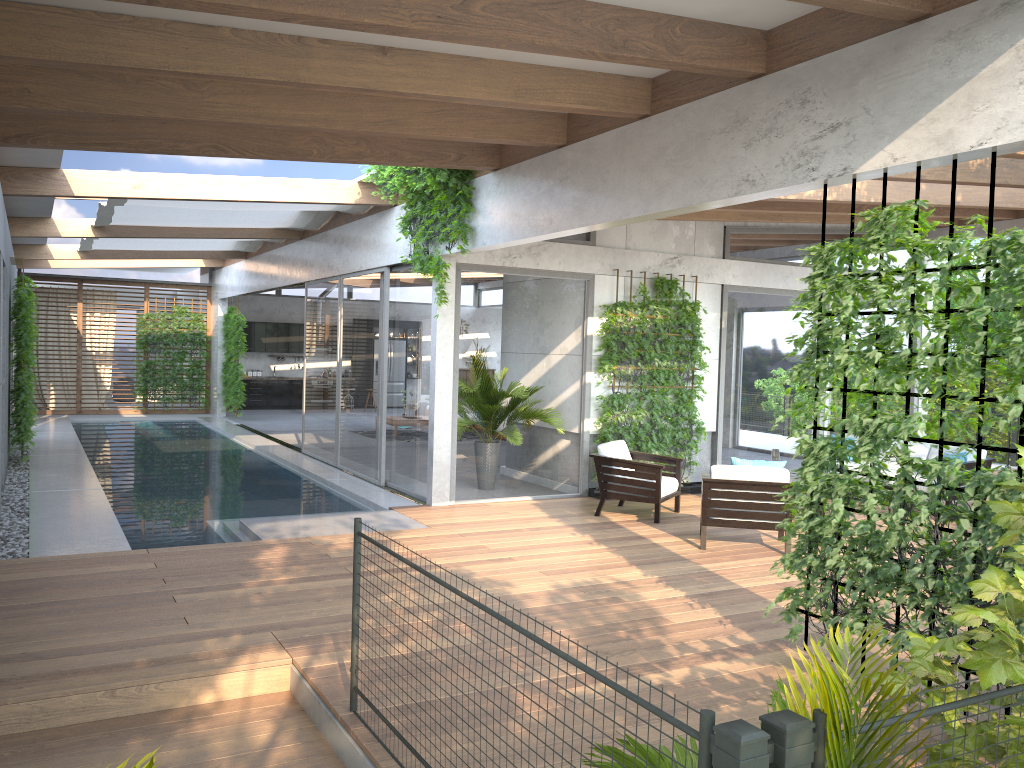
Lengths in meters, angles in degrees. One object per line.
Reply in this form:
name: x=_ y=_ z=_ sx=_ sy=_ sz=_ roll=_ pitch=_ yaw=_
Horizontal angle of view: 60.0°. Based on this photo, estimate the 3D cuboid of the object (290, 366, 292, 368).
object: x=-5.973 y=-0.586 z=23.995 sx=0.071 sy=0.325 sz=0.066 roll=1 pitch=2 yaw=-29

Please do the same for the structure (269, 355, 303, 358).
structure: x=-6.083 y=-0.742 z=23.938 sx=0.932 sy=0.046 sz=0.081 roll=1 pitch=2 yaw=-29

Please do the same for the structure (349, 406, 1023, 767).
structure: x=5.445 y=1.130 z=12.192 sx=15.587 sy=3.022 sz=31.708 roll=2 pitch=2 yaw=12

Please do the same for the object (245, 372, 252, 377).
object: x=-7.057 y=-0.257 z=23.165 sx=0.381 sy=0.134 sz=0.590 roll=0 pitch=3 yaw=-40

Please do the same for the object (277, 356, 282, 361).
object: x=-6.250 y=-0.682 z=23.834 sx=0.117 sy=0.139 sz=0.093 roll=1 pitch=2 yaw=-27

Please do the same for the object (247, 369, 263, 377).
object: x=-6.827 y=-0.296 z=23.507 sx=0.405 sy=0.200 sz=0.147 roll=1 pitch=2 yaw=-27

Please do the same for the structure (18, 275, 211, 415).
structure: x=-9.200 y=-0.841 z=20.463 sx=4.313 sy=3.079 sz=0.085 roll=1 pitch=2 yaw=-29

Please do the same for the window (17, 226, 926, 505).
window: x=-1.998 y=-0.858 z=17.830 sx=14.294 sy=3.764 sz=23.280 roll=1 pitch=2 yaw=-29

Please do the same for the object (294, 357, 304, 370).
object: x=-5.771 y=-0.561 z=24.069 sx=0.282 sy=0.380 sz=0.070 roll=1 pitch=2 yaw=-28

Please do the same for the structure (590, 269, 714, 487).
structure: x=1.748 y=-0.028 z=10.874 sx=1.851 sy=2.669 sz=0.500 roll=1 pitch=2 yaw=-28

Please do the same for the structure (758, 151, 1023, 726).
structure: x=2.028 y=0.227 z=4.526 sx=0.500 sy=2.687 sz=1.807 roll=1 pitch=2 yaw=-28

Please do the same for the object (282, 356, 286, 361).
object: x=-6.150 y=-0.680 z=23.879 sx=0.117 sy=0.139 sz=0.093 roll=1 pitch=2 yaw=-12

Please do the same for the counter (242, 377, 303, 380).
counter: x=-6.093 y=-0.150 z=23.675 sx=3.805 sy=0.061 sz=0.607 roll=1 pitch=2 yaw=-29

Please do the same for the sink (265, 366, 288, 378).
sink: x=-6.266 y=-0.212 z=23.579 sx=0.526 sy=0.514 sz=0.514 roll=1 pitch=2 yaw=-29

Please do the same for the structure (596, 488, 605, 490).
structure: x=1.411 y=1.259 z=10.699 sx=0.928 sy=0.044 sz=0.231 roll=1 pitch=2 yaw=-29

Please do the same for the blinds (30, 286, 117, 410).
blinds: x=-10.161 y=-0.779 z=20.345 sx=2.087 sy=2.898 sz=0.692 roll=1 pitch=2 yaw=-25

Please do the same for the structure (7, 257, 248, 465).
structure: x=-6.574 y=-0.478 z=16.409 sx=2.739 sy=2.687 sz=10.282 roll=1 pitch=2 yaw=-11

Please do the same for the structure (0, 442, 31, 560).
structure: x=-7.168 y=1.048 z=12.730 sx=0.477 sy=0.068 sz=13.673 roll=1 pitch=2 yaw=-29

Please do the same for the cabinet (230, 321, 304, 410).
cabinet: x=-5.173 y=-0.572 z=24.179 sx=5.901 sy=2.502 sz=0.709 roll=0 pitch=2 yaw=-30

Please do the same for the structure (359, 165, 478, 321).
structure: x=-0.995 y=-1.682 z=9.287 sx=0.918 sy=2.054 sz=1.822 roll=0 pitch=3 yaw=-31
